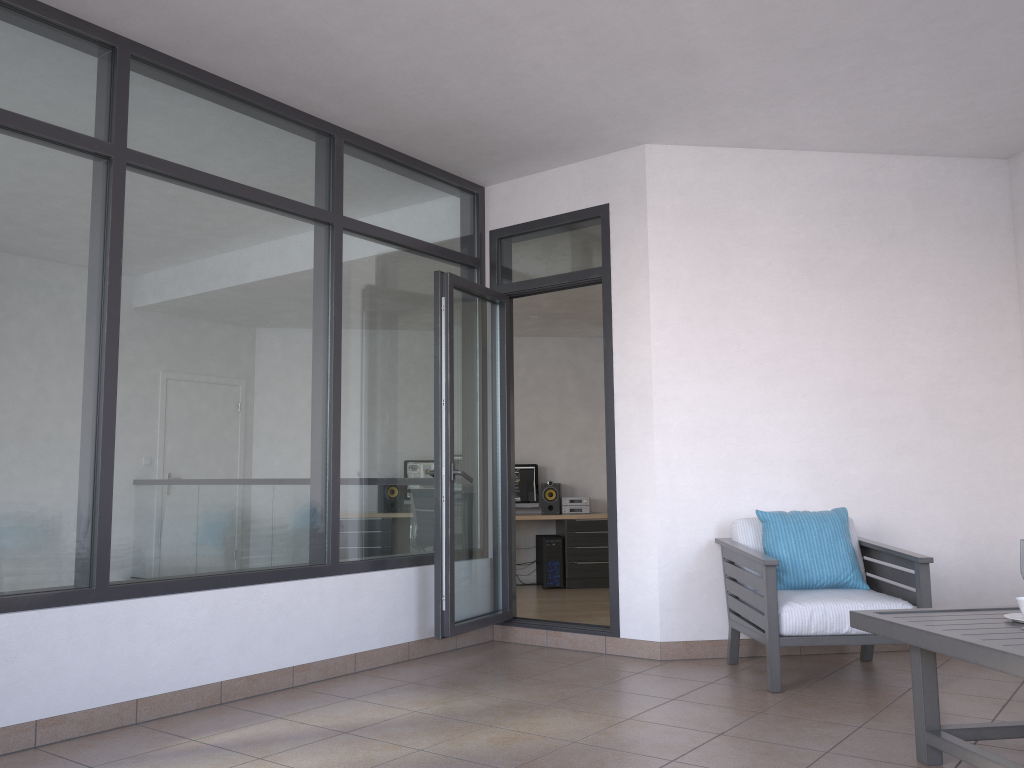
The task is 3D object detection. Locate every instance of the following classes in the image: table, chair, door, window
[{"bbox_3d":[1.687,1.000,2.679,0.710,0.473,1.260,0,-7,-8],"label":"table"},{"bbox_3d":[1.532,1.061,4.448,0.797,0.765,0.807,0,-7,-3],"label":"chair"},{"bbox_3d":[0.051,0.183,5.127,0.905,2.500,0.924,-6,-8,37],"label":"door"},{"bbox_3d":[-1.737,-0.308,3.755,0.170,2.402,5.002,-6,-8,37],"label":"window"}]

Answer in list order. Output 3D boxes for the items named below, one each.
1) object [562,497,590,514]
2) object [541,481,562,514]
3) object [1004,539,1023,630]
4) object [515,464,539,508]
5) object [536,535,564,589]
[{"bbox_3d":[0.690,1.301,9.502,0.285,0.174,0.270,-1,-7,7],"label":"object"},{"bbox_3d":[0.424,1.218,9.534,0.198,0.354,0.249,-1,-7,7],"label":"object"},{"bbox_3d":[1.731,0.657,2.963,0.203,0.284,0.337,-7,-9,42],"label":"object"},{"bbox_3d":[-0.076,1.131,9.515,0.716,0.535,0.190,0,-7,-3],"label":"object"},{"bbox_3d":[0.396,1.856,9.277,0.215,0.527,0.474,0,-7,-8],"label":"object"}]
